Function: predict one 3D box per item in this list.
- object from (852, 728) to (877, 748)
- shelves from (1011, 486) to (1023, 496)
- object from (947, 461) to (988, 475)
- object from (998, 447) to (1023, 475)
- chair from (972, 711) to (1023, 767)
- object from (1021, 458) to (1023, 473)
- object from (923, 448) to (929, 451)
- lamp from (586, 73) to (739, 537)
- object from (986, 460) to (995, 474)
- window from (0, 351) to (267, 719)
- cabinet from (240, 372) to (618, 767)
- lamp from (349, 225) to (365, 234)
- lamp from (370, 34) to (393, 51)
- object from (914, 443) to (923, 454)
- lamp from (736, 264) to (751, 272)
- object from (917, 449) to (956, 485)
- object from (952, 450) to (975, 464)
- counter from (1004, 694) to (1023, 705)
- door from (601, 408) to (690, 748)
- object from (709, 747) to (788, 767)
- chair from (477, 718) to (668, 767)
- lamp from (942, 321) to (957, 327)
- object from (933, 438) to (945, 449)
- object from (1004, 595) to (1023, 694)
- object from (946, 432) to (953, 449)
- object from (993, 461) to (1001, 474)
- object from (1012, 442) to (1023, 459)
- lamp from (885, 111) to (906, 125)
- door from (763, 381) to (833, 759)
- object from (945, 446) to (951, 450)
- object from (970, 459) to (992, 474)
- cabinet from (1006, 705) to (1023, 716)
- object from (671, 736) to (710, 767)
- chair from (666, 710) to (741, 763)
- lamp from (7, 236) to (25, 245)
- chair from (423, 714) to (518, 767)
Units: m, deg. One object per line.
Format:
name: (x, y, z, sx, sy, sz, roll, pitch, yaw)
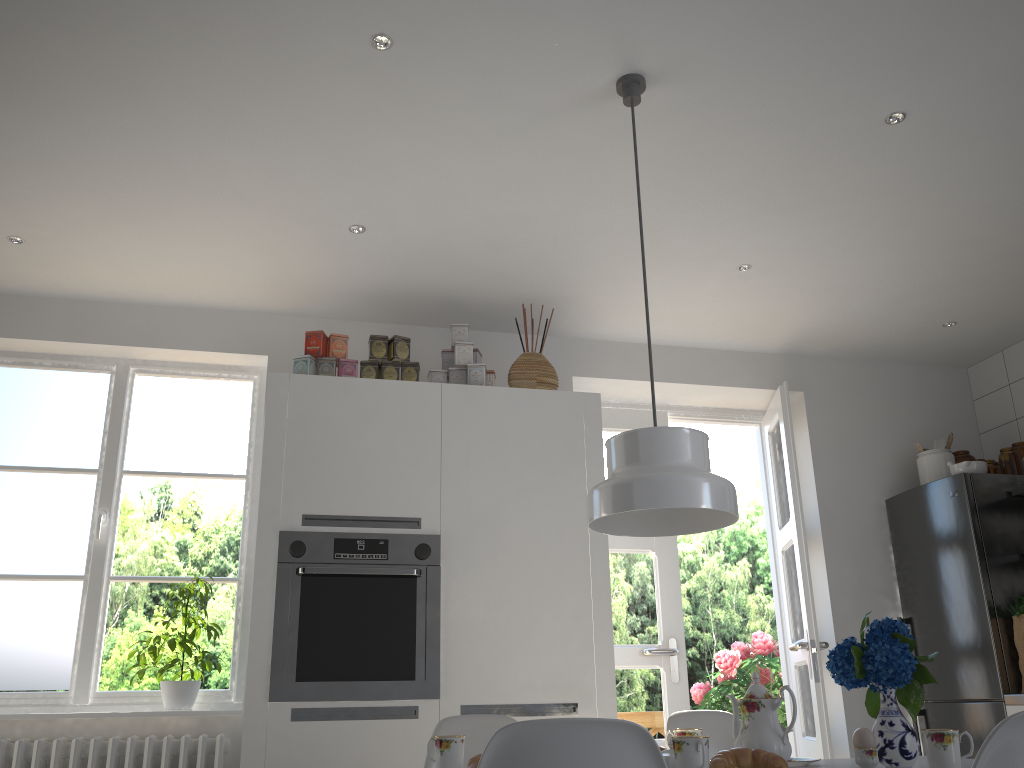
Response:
object: (0.747, 0.760, 1.876, 0.048, 0.062, 0.048, 2, -19, -9)
shelves: (2.765, 0.154, 2.892, 0.427, 0.506, 2.569, 3, -21, -13)
object: (2.177, 0.410, 4.210, 0.173, 0.108, 0.160, 5, -21, -17)
object: (2.370, 0.383, 4.209, 0.093, 0.152, 0.094, -4, -19, 9)
chair: (0.865, 1.028, 1.658, 0.466, 0.791, 0.548, 7, -21, -23)
object: (2.415, 0.387, 3.977, 0.229, 0.133, 0.192, 7, -21, -22)
object: (2.126, 0.433, 4.487, 0.061, 0.248, 0.118, -6, -19, 15)
lamp: (0.364, -0.271, 2.422, 0.374, 1.308, 0.377, -7, -19, 17)
object: (2.450, 0.489, 4.548, 0.113, 0.184, 0.114, -6, -20, 15)
window: (-1.757, 0.612, 3.798, 1.286, 1.545, 0.117, 3, -19, -13)
cabinet: (-0.330, 1.067, 3.557, 1.378, 2.072, 0.519, 3, -19, -13)
lamp: (-0.593, -0.602, 3.396, 0.064, 0.030, 0.064, 6, -21, -20)
lamp: (-0.360, -0.953, 2.450, 0.064, 0.030, 0.064, 8, -22, -24)
object: (2.101, 0.429, 4.489, 0.150, 0.259, 0.054, 13, -23, -36)
lamp: (0.981, -0.501, 3.755, 0.064, 0.030, 0.064, 6, -21, -20)
object: (2.138, 0.447, 4.450, 0.174, 0.206, 0.176, 5, -20, -17)
object: (2.321, 0.465, 4.545, 0.117, 0.233, 0.119, -5, -19, 11)
counter: (2.748, 0.789, 2.288, 0.651, 0.045, 3.276, 4, -21, -13)
door: (0.563, 1.227, 4.374, 0.602, 2.299, 0.158, 3, -19, -13)
object: (0.498, 0.808, 1.894, 0.161, 0.057, 0.125, -2, -20, 1)
chair: (0.105, 0.981, 1.492, 0.465, 0.791, 0.549, -1, -19, 1)
lamp: (2.148, -0.303, 4.355, 0.064, 0.030, 0.064, 6, -21, -20)
object: (2.147, 0.405, 4.468, 0.141, 0.286, 0.065, 14, -24, -38)
object: (2.251, 1.059, 3.764, 0.283, 0.503, 0.175, 8, -21, -25)
object: (2.182, 0.394, 4.442, 0.057, 0.292, 0.132, 11, -22, -32)
object: (2.415, 0.445, 4.344, 0.093, 0.126, 0.094, -4, -19, 8)
object: (2.462, 0.380, 4.266, 0.097, 0.192, 0.098, 3, -19, -13)
lamp: (1.214, -0.852, 2.809, 0.064, 0.030, 0.064, 6, -21, -20)
door: (1.392, 1.179, 4.286, 0.156, 2.299, 0.609, -3, -19, 6)
object: (2.184, 0.418, 4.443, 0.051, 0.244, 0.115, -16, -24, 39)
object: (2.326, 0.458, 4.412, 0.113, 0.152, 0.114, -6, -20, 14)
cabinet: (2.750, 1.181, 2.158, 0.663, 0.786, 3.275, 3, -20, -13)
object: (0.361, 0.760, 1.783, 0.078, 0.094, 0.092, -9, -21, 22)
chair: (0.683, 1.322, 2.453, 0.465, 0.791, 0.548, 5, -20, -18)
lamp: (-1.917, -0.566, 3.428, 0.064, 0.030, 0.064, 6, -21, -20)
chair: (-0.038, 1.276, 2.288, 0.465, 0.791, 0.548, 4, -19, -14)
